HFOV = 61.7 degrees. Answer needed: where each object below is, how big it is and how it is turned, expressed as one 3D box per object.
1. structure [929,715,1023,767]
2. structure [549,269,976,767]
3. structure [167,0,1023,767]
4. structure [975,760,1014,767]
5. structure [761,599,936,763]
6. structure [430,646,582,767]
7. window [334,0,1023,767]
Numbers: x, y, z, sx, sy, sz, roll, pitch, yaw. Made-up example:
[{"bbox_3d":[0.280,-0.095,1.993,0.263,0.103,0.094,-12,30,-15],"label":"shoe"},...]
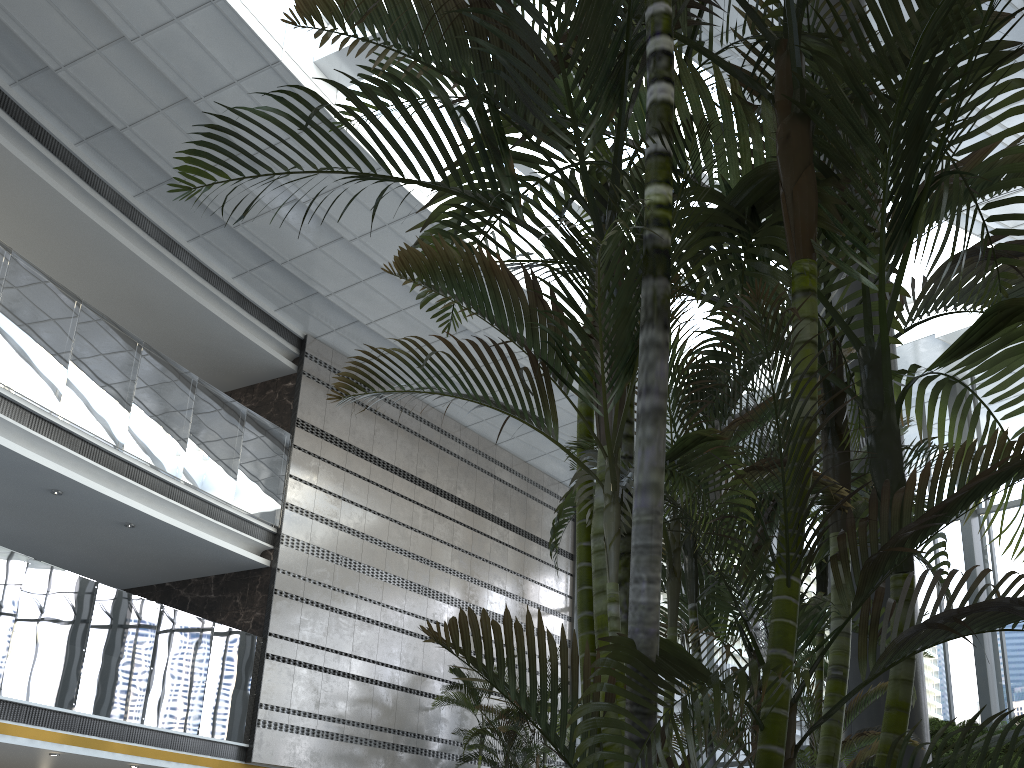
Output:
[{"bbox_3d":[4.408,4.731,8.452,3.348,2.698,3.944,18,-30,-30],"label":"structure"},{"bbox_3d":[1.084,1.362,3.451,1.640,3.407,2.248,-7,-23,26],"label":"structure"},{"bbox_3d":[0.315,0.019,1.996,2.421,4.254,2.788,-6,-23,23],"label":"structure"},{"bbox_3d":[3.081,3.688,5.951,1.583,1.942,1.712,4,-23,-4],"label":"structure"},{"bbox_3d":[2.325,3.024,6.038,1.405,3.162,1.338,-8,-22,27],"label":"structure"},{"bbox_3d":[-0.041,6.118,12.661,2.607,4.255,2.594,20,-27,-37],"label":"structure"},{"bbox_3d":[-0.425,0.701,8.096,19.615,9.179,14.233,20,-31,-30],"label":"window"}]
